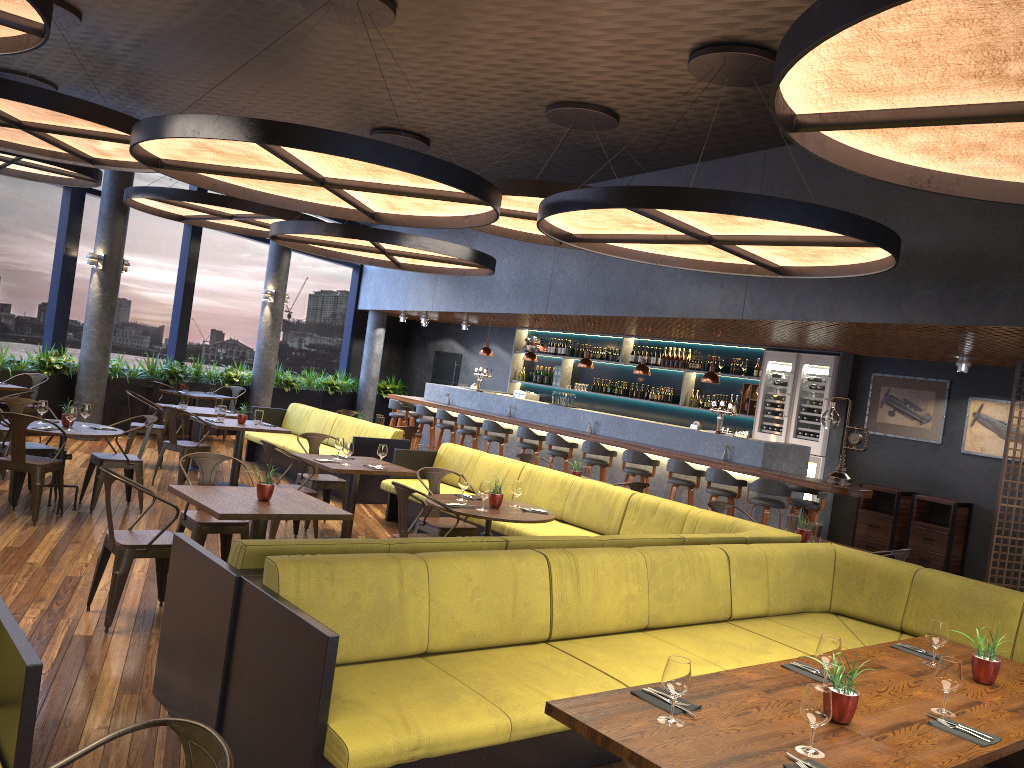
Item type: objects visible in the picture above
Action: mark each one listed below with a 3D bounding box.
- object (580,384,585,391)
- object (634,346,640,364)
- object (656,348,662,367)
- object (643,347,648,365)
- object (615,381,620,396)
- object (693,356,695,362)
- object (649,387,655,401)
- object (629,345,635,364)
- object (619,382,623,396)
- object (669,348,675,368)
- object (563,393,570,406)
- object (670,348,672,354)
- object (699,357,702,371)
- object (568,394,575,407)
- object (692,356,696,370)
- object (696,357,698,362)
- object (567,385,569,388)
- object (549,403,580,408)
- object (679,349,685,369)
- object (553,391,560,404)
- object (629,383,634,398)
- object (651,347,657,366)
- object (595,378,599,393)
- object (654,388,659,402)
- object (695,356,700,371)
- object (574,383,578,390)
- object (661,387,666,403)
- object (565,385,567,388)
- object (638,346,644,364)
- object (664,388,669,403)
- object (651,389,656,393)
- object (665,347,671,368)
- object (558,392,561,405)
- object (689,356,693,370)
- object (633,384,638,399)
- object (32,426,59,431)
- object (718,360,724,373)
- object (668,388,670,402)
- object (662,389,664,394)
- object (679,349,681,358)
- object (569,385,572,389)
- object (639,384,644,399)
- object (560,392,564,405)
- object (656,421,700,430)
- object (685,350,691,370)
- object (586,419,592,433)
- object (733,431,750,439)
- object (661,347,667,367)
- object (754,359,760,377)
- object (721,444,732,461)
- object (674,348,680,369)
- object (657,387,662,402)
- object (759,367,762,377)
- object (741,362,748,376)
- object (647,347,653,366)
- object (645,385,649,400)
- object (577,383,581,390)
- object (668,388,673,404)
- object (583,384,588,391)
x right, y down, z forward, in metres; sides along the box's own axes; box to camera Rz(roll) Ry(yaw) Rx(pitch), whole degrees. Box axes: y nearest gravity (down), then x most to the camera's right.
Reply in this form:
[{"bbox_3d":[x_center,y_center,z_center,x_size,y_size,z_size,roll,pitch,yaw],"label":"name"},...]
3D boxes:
[{"bbox_3d":[1.280,0.058,16.007,0.084,0.119,0.084,8,1,6],"label":"object"},{"bbox_3d":[2.146,-0.489,15.118,0.085,0.310,0.086,8,1,-25],"label":"object"},{"bbox_3d":[2.448,-0.441,14.751,0.085,0.310,0.086,8,1,2],"label":"object"},{"bbox_3d":[2.237,-0.472,14.858,0.085,0.310,0.086,8,1,-12],"label":"object"},{"bbox_3d":[1.826,0.077,15.319,0.063,0.254,0.063,8,1,-21],"label":"object"},{"bbox_3d":[2.898,-0.327,14.109,0.056,0.227,0.056,7,1,-37],"label":"object"},{"bbox_3d":[2.325,0.170,14.692,0.088,0.224,0.088,8,1,20],"label":"object"},{"bbox_3d":[2.055,-0.501,15.081,0.085,0.310,0.086,8,1,-12],"label":"object"},{"bbox_3d":[1.892,0.086,15.364,0.063,0.254,0.063,8,1,-6],"label":"object"},{"bbox_3d":[2.614,-0.424,14.379,0.084,0.330,0.084,7,1,-32],"label":"object"},{"bbox_3d":[0.827,0.243,13.523,0.105,0.209,0.105,8,1,-4],"label":"object"},{"bbox_3d":[2.587,-0.430,14.555,0.084,0.330,0.084,7,1,-32],"label":"object"},{"bbox_3d":[2.974,-0.315,14.015,0.056,0.227,0.056,7,1,-37],"label":"object"},{"bbox_3d":[0.911,0.254,13.601,0.105,0.209,0.105,8,1,-4],"label":"object"},{"bbox_3d":[2.889,-0.327,14.024,0.056,0.227,0.056,8,1,28],"label":"object"},{"bbox_3d":[2.935,-0.321,14.063,0.056,0.227,0.056,8,1,13],"label":"object"},{"bbox_3d":[1.028,0.051,16.225,0.042,0.059,0.042,8,1,13],"label":"object"},{"bbox_3d":[0.798,0.333,13.670,0.273,0.019,0.437,7,1,-39],"label":"object"},{"bbox_3d":[2.737,-0.405,14.224,0.084,0.330,0.084,7,1,-32],"label":"object"},{"bbox_3d":[0.675,0.219,13.717,0.105,0.209,0.105,8,1,-4],"label":"object"},{"bbox_3d":[2.029,0.110,15.008,0.063,0.254,0.063,8,1,23],"label":"object"},{"bbox_3d":[2.361,-0.453,14.709,0.085,0.310,0.086,8,1,-6],"label":"object"},{"bbox_3d":[1.513,0.029,15.665,0.063,0.254,0.063,9,1,38],"label":"object"},{"bbox_3d":[2.392,0.181,14.609,0.088,0.224,0.088,8,1,-25],"label":"object"},{"bbox_3d":[2.928,-0.321,13.976,0.056,0.227,0.056,9,1,38],"label":"object"},{"bbox_3d":[1.173,0.042,16.139,0.084,0.119,0.084,8,1,6],"label":"object"},{"bbox_3d":[2.496,0.182,14.540,0.063,0.254,0.063,8,1,-11],"label":"object"},{"bbox_3d":[0.998,0.045,16.321,0.042,0.059,0.042,8,1,13],"label":"object"},{"bbox_3d":[2.181,-0.481,14.931,0.085,0.310,0.086,8,1,-6],"label":"object"},{"bbox_3d":[2.511,0.185,14.407,0.063,0.254,0.063,7,1,-32],"label":"object"},{"bbox_3d":[2.361,0.182,14.821,0.097,0.206,0.097,8,1,-8],"label":"object"},{"bbox_3d":[2.556,-0.433,14.452,0.084,0.330,0.084,7,1,-32],"label":"object"},{"bbox_3d":[0.765,0.231,13.776,0.105,0.209,0.105,8,1,-4],"label":"object"},{"bbox_3d":[2.851,-0.333,14.071,0.056,0.227,0.056,8,1,13],"label":"object"},{"bbox_3d":[2.091,0.120,14.930,0.063,0.254,0.063,8,1,-2],"label":"object"},{"bbox_3d":[-4.045,0.383,7.725,0.157,0.019,0.255,8,1,3],"label":"object"},{"bbox_3d":[3.209,-0.267,13.630,0.097,0.206,0.097,8,1,19],"label":"object"},{"bbox_3d":[2.570,0.191,14.580,0.063,0.254,0.063,8,1,-12],"label":"object"},{"bbox_3d":[2.479,0.192,14.680,0.088,0.224,0.088,7,1,-45],"label":"object"},{"bbox_3d":[2.705,-0.411,14.408,0.084,0.330,0.084,7,1,-32],"label":"object"},{"bbox_3d":[1.072,0.057,16.231,0.042,0.059,0.042,8,1,13],"label":"object"},{"bbox_3d":[2.193,0.133,14.979,0.063,0.254,0.063,8,1,23],"label":"object"},{"bbox_3d":[0.788,0.236,13.655,0.105,0.209,0.105,8,1,-4],"label":"object"},{"bbox_3d":[2.175,0.506,11.856,0.200,0.106,0.766,7,1,-39],"label":"object"},{"bbox_3d":[2.849,-0.390,14.283,0.084,0.330,0.084,7,1,-32],"label":"object"},{"bbox_3d":[1.128,0.601,12.779,0.114,0.203,0.069,9,1,40],"label":"object"},{"bbox_3d":[2.845,0.619,10.993,0.177,0.091,0.091,8,1,26],"label":"object"},{"bbox_3d":[2.497,-0.442,14.524,0.084,0.330,0.084,7,1,-32],"label":"object"},{"bbox_3d":[3.654,-0.236,13.197,0.079,0.281,0.079,8,1,-31],"label":"object"},{"bbox_3d":[2.638,0.837,10.918,0.114,0.203,0.069,8,1,-5],"label":"object"},{"bbox_3d":[2.675,-0.414,14.297,0.084,0.330,0.084,7,1,-32],"label":"object"},{"bbox_3d":[2.422,0.172,14.478,0.063,0.254,0.063,9,1,44],"label":"object"},{"bbox_3d":[3.713,-0.227,13.124,0.079,0.281,0.079,8,1,19],"label":"object"},{"bbox_3d":[3.483,-0.225,13.316,0.097,0.206,0.097,8,1,19],"label":"object"},{"bbox_3d":[2.327,-0.460,14.896,0.085,0.310,0.086,8,1,-28],"label":"object"},{"bbox_3d":[2.273,0.146,14.892,0.063,0.254,0.063,8,1,9],"label":"object"},{"bbox_3d":[1.226,0.050,16.073,0.084,0.119,0.084,8,1,6],"label":"object"},{"bbox_3d":[2.599,0.197,14.467,0.063,0.254,0.063,8,1,23],"label":"object"},{"bbox_3d":[1.334,0.067,15.939,0.084,0.119,0.084,8,1,6],"label":"object"}]
